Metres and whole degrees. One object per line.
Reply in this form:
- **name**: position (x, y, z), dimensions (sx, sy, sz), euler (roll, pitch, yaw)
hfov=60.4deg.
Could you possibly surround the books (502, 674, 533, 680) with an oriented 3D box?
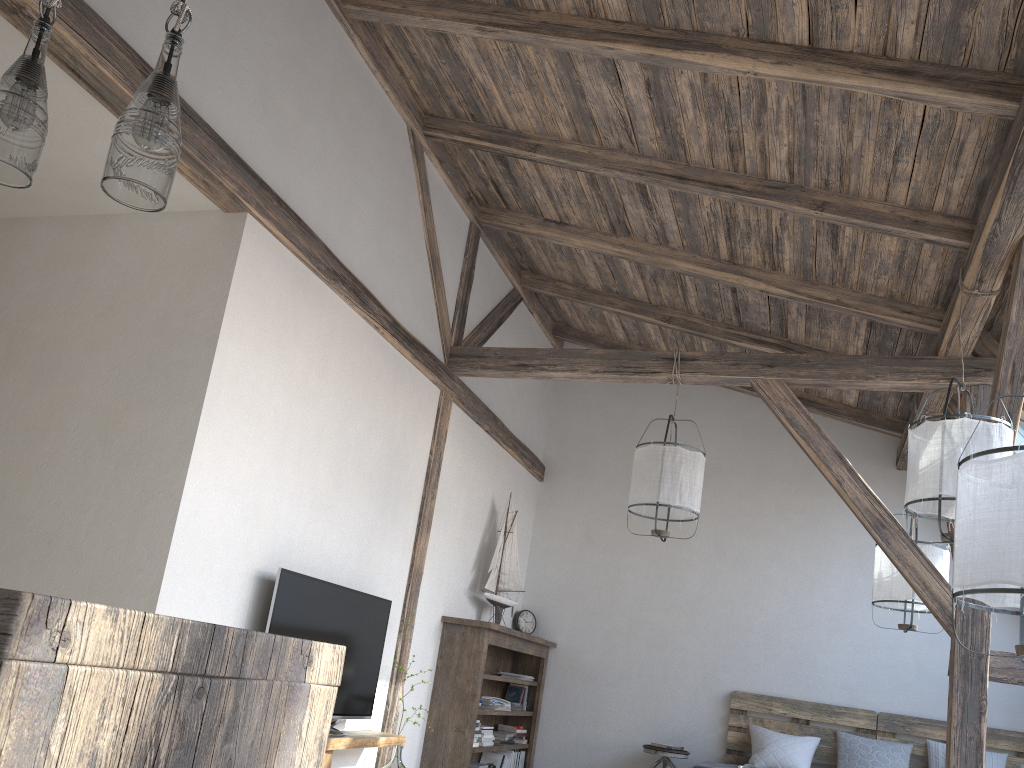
- **books**: position (0.047, 2.284, 6.852), dimensions (0.204, 0.008, 0.267), euler (5, -19, 11)

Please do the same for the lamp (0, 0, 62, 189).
- **lamp**: position (-0.791, -0.935, 1.751), dimensions (0.108, 1.203, 0.246), euler (1, -14, 31)

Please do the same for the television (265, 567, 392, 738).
- **television**: position (-0.885, 1.311, 4.196), dimensions (0.206, 0.685, 1.140), euler (4, -17, 20)

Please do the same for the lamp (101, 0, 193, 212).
- **lamp**: position (-0.519, -0.899, 1.657), dimensions (0.108, 1.253, 0.231), euler (4, -13, 22)

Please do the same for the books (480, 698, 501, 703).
- **books**: position (-0.172, 2.233, 6.220), dimensions (0.205, 0.008, 0.266), euler (-2, -21, 30)

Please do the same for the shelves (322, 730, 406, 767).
- **shelves**: position (-0.925, 1.860, 4.073), dimensions (0.330, 0.437, 1.656), euler (4, -19, 19)

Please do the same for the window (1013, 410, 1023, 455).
- **window**: position (3.216, 0.600, 4.650), dimensions (1.346, 1.241, 0.882), euler (3, -15, 19)

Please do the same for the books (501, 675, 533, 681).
- **books**: position (0.042, 2.287, 6.837), dimensions (0.204, 0.008, 0.267), euler (4, -19, 14)

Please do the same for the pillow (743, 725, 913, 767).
- **pillow**: position (2.186, 2.580, 6.114), dimensions (1.127, 0.345, 0.362), euler (2, -17, 19)

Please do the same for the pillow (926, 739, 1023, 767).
- **pillow**: position (3.233, 2.614, 5.785), dimensions (0.970, 0.388, 0.397), euler (-4, -20, 35)

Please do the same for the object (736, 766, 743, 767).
- **object**: position (1.224, 2.208, 4.768), dimensions (0.071, 0.260, 0.158), euler (4, -14, 20)

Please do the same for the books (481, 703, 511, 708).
- **books**: position (-0.164, 2.258, 6.214), dimensions (0.205, 0.008, 0.265), euler (-4, -22, 34)

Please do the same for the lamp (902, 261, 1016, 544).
- **lamp**: position (1.945, 0.055, 3.815), dimensions (0.408, 1.268, 0.410), euler (10, -13, -4)

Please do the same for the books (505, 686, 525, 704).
- **books**: position (0.014, 2.440, 6.840), dimensions (0.131, 0.167, 0.084), euler (3, -14, 20)

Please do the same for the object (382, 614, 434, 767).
- **object**: position (-0.593, 1.891, 5.044), dimensions (0.275, 1.089, 0.531), euler (7, -13, 7)

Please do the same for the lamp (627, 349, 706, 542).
- **lamp**: position (0.912, 0.357, 5.070), dimensions (0.406, 1.053, 0.412), euler (16, -15, -28)

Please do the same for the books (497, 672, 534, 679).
- **books**: position (0.030, 2.263, 6.824), dimensions (0.204, 0.008, 0.266), euler (0, -20, 25)

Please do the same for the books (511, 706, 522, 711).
- **books**: position (-0.038, 2.453, 6.688), dimensions (0.161, 0.029, 0.226), euler (1, -20, 22)

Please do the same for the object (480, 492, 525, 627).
- **object**: position (-0.027, 1.302, 6.439), dimensions (0.140, 0.964, 0.814), euler (3, -16, 24)

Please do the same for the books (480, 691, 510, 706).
- **books**: position (-0.124, 2.244, 6.265), dimensions (0.221, 0.085, 0.269), euler (9, -18, 0)

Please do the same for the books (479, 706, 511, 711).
- **books**: position (-0.154, 2.287, 6.213), dimensions (0.204, 0.008, 0.266), euler (-1, -21, 27)

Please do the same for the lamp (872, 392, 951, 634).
- **lamp**: position (2.422, 0.732, 5.298), dimensions (0.413, 1.475, 0.405), euler (16, -14, -28)

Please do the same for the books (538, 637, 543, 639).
- **books**: position (0.125, 2.048, 7.107), dimensions (0.235, 0.025, 0.184), euler (2, -19, 19)

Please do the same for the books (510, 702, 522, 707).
- **books**: position (-0.032, 2.426, 6.684), dimensions (0.149, 0.021, 0.211), euler (1, -20, 23)

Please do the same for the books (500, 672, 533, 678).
- **books**: position (0.039, 2.260, 6.836), dimensions (0.204, 0.008, 0.267), euler (3, -19, 16)

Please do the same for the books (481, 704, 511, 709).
- **books**: position (-0.142, 2.279, 6.238), dimensions (0.204, 0.008, 0.266), euler (2, -20, 21)

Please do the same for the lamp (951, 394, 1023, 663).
- **lamp**: position (1.448, -0.201, 2.376), dimensions (0.413, 1.843, 0.405), euler (16, -14, -28)

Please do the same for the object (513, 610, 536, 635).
- **object**: position (0.105, 1.937, 7.142), dimensions (0.208, 0.204, 0.083), euler (19, -16, -33)

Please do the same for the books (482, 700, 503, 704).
- **books**: position (-0.167, 2.243, 6.222), dimensions (0.204, 0.008, 0.266), euler (0, -20, 25)

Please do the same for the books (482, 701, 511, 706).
- **books**: position (-0.154, 2.254, 6.224), dimensions (0.204, 0.008, 0.266), euler (0, -20, 25)

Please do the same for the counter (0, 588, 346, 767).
- **counter**: position (-0.366, 0.410, 0.110), dimensions (3.803, 0.828, 2.317), euler (2, -19, 19)

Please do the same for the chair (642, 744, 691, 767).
- **chair**: position (1.099, 2.920, 6.422), dimensions (0.353, 0.506, 0.365), euler (3, -15, 23)

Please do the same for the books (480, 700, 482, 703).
- **books**: position (-0.315, 2.093, 5.843), dimensions (0.146, 0.020, 0.214), euler (-4, -22, 33)

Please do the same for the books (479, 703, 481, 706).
- **books**: position (-0.315, 2.114, 5.846), dimensions (0.157, 0.016, 0.227), euler (2, -19, 19)

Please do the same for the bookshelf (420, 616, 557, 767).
- **bookshelf**: position (-0.133, 2.355, 6.300), dimensions (0.347, 1.140, 1.678), euler (4, -17, 20)

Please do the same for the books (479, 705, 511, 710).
- **books**: position (-0.150, 2.282, 6.223), dimensions (0.204, 0.008, 0.266), euler (0, -20, 23)
